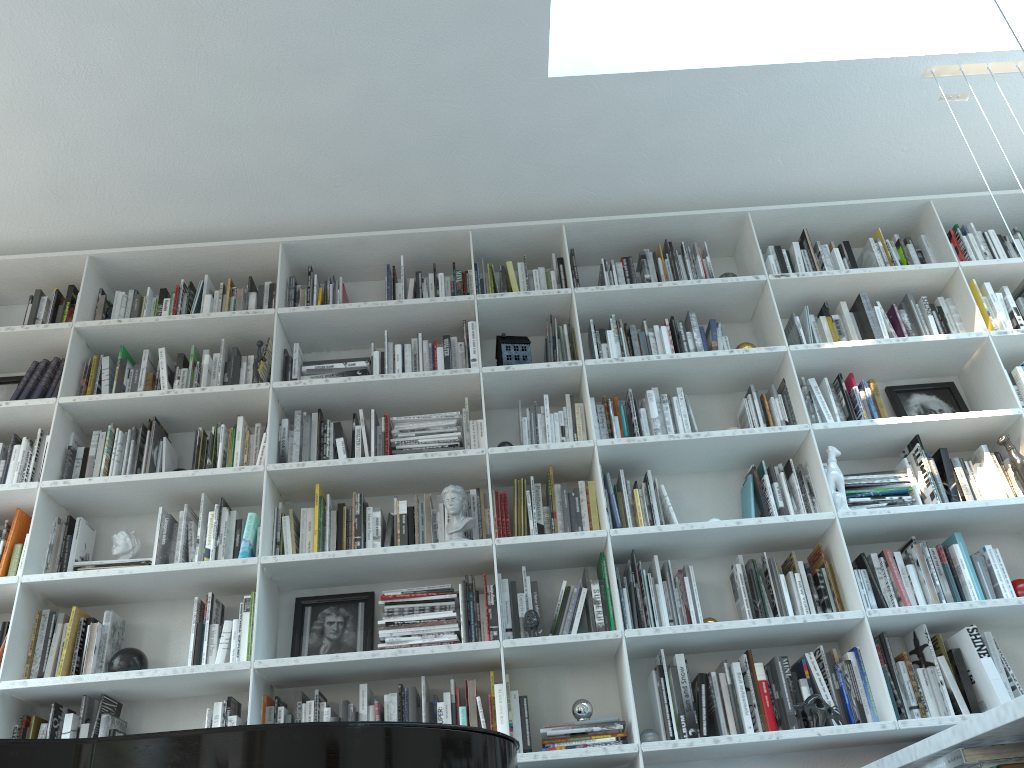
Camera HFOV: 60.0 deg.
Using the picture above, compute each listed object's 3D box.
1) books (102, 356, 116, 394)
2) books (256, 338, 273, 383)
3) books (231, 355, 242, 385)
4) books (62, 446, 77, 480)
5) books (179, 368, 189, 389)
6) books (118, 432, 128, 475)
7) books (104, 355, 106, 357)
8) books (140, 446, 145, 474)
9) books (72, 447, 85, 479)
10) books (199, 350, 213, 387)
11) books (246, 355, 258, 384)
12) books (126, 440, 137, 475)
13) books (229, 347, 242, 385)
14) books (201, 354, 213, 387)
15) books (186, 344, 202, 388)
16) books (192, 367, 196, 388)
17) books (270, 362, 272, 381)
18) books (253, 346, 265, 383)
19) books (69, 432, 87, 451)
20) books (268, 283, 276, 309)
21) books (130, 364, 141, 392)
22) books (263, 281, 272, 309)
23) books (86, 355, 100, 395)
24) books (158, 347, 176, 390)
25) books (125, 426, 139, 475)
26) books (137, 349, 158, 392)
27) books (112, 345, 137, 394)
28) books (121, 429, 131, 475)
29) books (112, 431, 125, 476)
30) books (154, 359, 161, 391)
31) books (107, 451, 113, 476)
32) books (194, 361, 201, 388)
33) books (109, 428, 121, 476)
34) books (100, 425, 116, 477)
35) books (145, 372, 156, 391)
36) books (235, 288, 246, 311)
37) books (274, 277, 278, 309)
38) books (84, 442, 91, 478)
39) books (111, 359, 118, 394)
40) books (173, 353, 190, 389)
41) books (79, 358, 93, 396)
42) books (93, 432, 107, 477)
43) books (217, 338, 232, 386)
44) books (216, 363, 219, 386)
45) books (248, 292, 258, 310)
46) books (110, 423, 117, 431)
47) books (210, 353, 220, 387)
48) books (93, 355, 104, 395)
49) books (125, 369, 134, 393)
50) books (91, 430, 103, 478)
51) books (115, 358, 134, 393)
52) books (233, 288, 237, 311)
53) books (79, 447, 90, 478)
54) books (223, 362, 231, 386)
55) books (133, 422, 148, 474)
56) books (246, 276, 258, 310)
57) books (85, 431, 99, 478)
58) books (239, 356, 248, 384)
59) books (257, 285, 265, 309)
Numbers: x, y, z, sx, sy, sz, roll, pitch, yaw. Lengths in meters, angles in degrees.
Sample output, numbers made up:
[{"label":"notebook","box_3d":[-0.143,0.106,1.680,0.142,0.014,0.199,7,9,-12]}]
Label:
[{"label":"books","box_3d":[-1.697,0.041,3.772,0.067,0.273,0.169,-4,-31,-2]},{"label":"books","box_3d":[-1.052,-0.024,3.793,0.058,0.301,0.176,-4,-31,-2]},{"label":"books","box_3d":[-1.151,0.020,3.768,0.030,0.216,0.183,-4,-31,-2]},{"label":"books","box_3d":[-1.750,0.381,3.554,0.015,0.206,0.187,-4,-31,-2]},{"label":"books","box_3d":[-1.369,0.054,3.753,0.028,0.179,0.169,-4,-31,-2]},{"label":"books","box_3d":[-1.546,0.349,3.585,0.010,0.260,0.170,-4,-31,-2]},{"label":"books","box_3d":[-1.748,0.038,3.792,0.014,0.307,0.130,-4,-31,-2]},{"label":"books","box_3d":[-1.470,0.369,3.588,0.012,0.216,0.134,-4,-31,-2]},{"label":"books","box_3d":[-1.729,0.385,3.581,0.029,0.223,0.137,-4,-31,-2]},{"label":"books","box_3d":[-1.301,0.010,3.794,0.026,0.285,0.138,-4,-31,-2]},{"label":"books","box_3d":[-1.103,0.018,3.791,0.024,0.235,0.153,-4,-31,-2]},{"label":"books","box_3d":[-1.503,0.359,3.558,0.011,0.208,0.182,-4,-31,-2]},{"label":"books","box_3d":[-1.180,0.002,3.803,0.022,0.289,0.147,-4,-31,-2]},{"label":"books","box_3d":[-1.275,0.021,3.759,0.021,0.225,0.192,-4,-31,-2]},{"label":"books","box_3d":[-1.355,-0.002,3.787,0.012,0.306,0.146,-4,-31,-2]},{"label":"books","box_3d":[-1.333,0.051,3.785,0.024,0.211,0.128,-4,-31,-2]},{"label":"books","box_3d":[-1.005,0.025,3.793,0.028,0.210,0.135,-4,-31,-2]},{"label":"books","box_3d":[-1.065,-0.006,3.783,0.055,0.262,0.167,-4,-31,-2]},{"label":"books","box_3d":[-1.767,0.358,3.588,0.012,0.283,0.160,-4,-31,-2]},{"label":"books","box_3d":[-1.055,-0.307,3.957,0.026,0.224,0.173,-4,-31,-2]},{"label":"books","box_3d":[-1.570,0.052,3.755,0.029,0.217,0.158,-4,-31,-2]},{"label":"books","box_3d":[-1.084,-0.310,3.983,0.029,0.259,0.152,-4,-31,-2]},{"label":"books","box_3d":[-1.761,0.039,3.767,0.013,0.282,0.159,-4,-31,-2]},{"label":"books","box_3d":[-1.452,0.010,3.770,0.075,0.284,0.179,-4,-31,-2]},{"label":"books","box_3d":[-1.517,0.334,3.581,0.011,0.277,0.170,-4,-31,-2]},{"label":"books","box_3d":[-1.548,0.018,3.775,0.023,0.292,0.156,-4,-31,-2]},{"label":"books","box_3d":[-1.649,0.012,3.770,0.012,0.313,0.172,-4,-31,-2]},{"label":"books","box_3d":[-1.526,0.339,3.571,0.009,0.259,0.181,-4,-31,-2]},{"label":"books","box_3d":[-1.557,0.342,3.561,0.012,0.250,0.185,-4,-31,-2]},{"label":"books","box_3d":[-1.497,0.014,3.798,0.013,0.313,0.136,-4,-31,-2]},{"label":"books","box_3d":[-1.582,0.383,3.563,0.029,0.185,0.150,-4,-31,-2]},{"label":"books","box_3d":[-1.316,0.038,3.762,0.010,0.207,0.174,-4,-31,-2]},{"label":"books","box_3d":[-1.567,0.336,3.563,0.009,0.262,0.190,-4,-31,-2]},{"label":"books","box_3d":[-1.605,0.334,3.573,0.010,0.282,0.185,-4,-31,-2]},{"label":"books","box_3d":[-1.515,0.069,3.756,0.034,0.179,0.161,-4,-31,-2]},{"label":"books","box_3d":[-1.189,-0.292,3.938,0.026,0.199,0.188,-4,-31,-2]},{"label":"books","box_3d":[-1.037,-0.322,3.975,0.014,0.265,0.172,-4,-31,-2]},{"label":"books","box_3d":[-1.685,0.368,3.574,0.012,0.238,0.135,-4,-31,-2]},{"label":"books","box_3d":[-1.658,0.041,3.763,0.011,0.258,0.158,-4,-31,-2]},{"label":"books","box_3d":[-1.400,0.023,3.780,0.027,0.263,0.169,-4,-31,-2]},{"label":"books","box_3d":[-1.778,0.045,3.747,0.023,0.255,0.175,-4,-31,-2]},{"label":"books","box_3d":[-1.632,0.350,3.574,0.024,0.261,0.178,-4,-31,-2]},{"label":"books","box_3d":[-1.221,-0.017,3.787,0.011,0.312,0.184,-4,-31,-2]},{"label":"books","box_3d":[-1.230,0.024,3.775,0.013,0.229,0.142,-4,-31,-2]},{"label":"books","box_3d":[-1.137,-0.283,3.946,0.031,0.184,0.177,-4,-31,-2]},{"label":"books","box_3d":[-1.617,0.332,3.599,0.011,0.315,0.155,-4,-31,-2]},{"label":"books","box_3d":[-1.252,0.015,3.784,0.028,0.259,0.136,-4,-31,-2]},{"label":"books","box_3d":[-1.736,0.035,3.768,0.010,0.285,0.149,-4,-31,-2]},{"label":"books","box_3d":[-1.596,0.064,3.756,0.024,0.200,0.154,-4,-31,-2]},{"label":"books","box_3d":[-1.650,0.345,3.575,0.012,0.275,0.158,-4,-31,-2]},{"label":"books","box_3d":[-1.625,0.042,3.753,0.031,0.240,0.182,-4,-31,-2]},{"label":"books","box_3d":[-1.209,-0.292,3.941,0.013,0.206,0.179,-4,-31,-2]},{"label":"books","box_3d":[-1.702,0.385,3.579,0.024,0.218,0.141,-4,-31,-2]},{"label":"books","box_3d":[-1.200,0.035,3.780,0.024,0.212,0.151,-4,-31,-2]},{"label":"books","box_3d":[-1.484,0.325,3.584,0.011,0.290,0.177,-4,-31,-2]},{"label":"books","box_3d":[-1.163,-0.321,3.976,0.013,0.284,0.160,-4,-31,-2]},{"label":"books","box_3d":[-1.668,0.346,3.579,0.026,0.278,0.151,-4,-31,-2]},{"label":"books","box_3d":[-1.126,0.018,3.773,0.022,0.221,0.162,-4,-31,-2]},{"label":"books","box_3d":[-1.111,-0.302,3.969,0.026,0.236,0.150,-4,-31,-2]}]
